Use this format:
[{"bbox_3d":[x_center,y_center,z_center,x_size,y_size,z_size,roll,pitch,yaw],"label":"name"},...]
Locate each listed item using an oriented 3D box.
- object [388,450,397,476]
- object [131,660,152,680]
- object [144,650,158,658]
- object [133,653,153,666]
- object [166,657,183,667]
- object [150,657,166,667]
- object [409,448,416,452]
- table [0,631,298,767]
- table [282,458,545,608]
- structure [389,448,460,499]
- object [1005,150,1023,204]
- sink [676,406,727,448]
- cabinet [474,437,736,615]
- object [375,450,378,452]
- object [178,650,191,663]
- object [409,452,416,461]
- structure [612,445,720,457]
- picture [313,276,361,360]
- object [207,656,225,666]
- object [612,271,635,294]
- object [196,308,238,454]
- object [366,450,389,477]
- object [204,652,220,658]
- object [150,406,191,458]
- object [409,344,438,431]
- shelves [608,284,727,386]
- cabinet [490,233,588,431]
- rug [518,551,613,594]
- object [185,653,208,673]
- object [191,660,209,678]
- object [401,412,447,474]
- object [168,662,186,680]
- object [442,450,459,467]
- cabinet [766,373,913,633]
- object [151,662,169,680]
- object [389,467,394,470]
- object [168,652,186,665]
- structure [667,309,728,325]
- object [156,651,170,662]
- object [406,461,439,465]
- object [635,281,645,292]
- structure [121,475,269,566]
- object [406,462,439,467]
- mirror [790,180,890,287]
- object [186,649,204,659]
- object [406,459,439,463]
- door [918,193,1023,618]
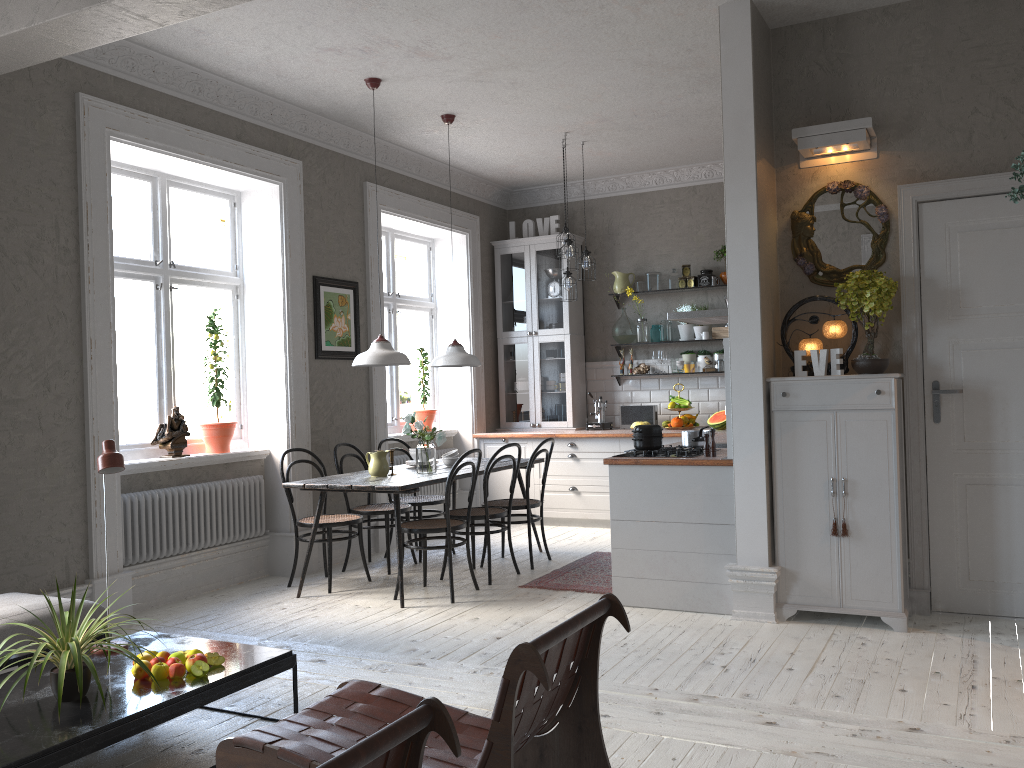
[{"bbox_3d":[-0.797,0.522,5.883,0.058,0.167,0.060,-2,0,41],"label":"object"},{"bbox_3d":[-1.310,1.010,3.134,0.069,0.066,0.071,-2,0,42],"label":"object"},{"bbox_3d":[-1.350,1.018,3.294,0.068,0.055,0.059,-2,0,-6],"label":"object"},{"bbox_3d":[-1.343,1.012,3.218,0.066,0.066,0.072,-2,0,32],"label":"object"},{"bbox_3d":[-1.215,1.012,3.184,0.056,0.058,0.059,-2,0,18],"label":"object"},{"bbox_3d":[-1.281,1.015,3.198,0.057,0.056,0.061,-2,0,14],"label":"object"},{"bbox_3d":[-0.658,0.517,6.467,0.177,0.094,0.182,-2,0,18],"label":"object"},{"bbox_3d":[-1.516,1.200,3.029,0.835,0.303,1.332,-2,0,28],"label":"table"},{"bbox_3d":[-0.586,0.966,6.236,0.889,0.735,1.953,-2,0,28],"label":"table"},{"bbox_3d":[-0.828,0.829,7.983,0.146,0.428,1.243,-2,0,26],"label":"structure"},{"bbox_3d":[1.334,-0.473,1.954,0.405,0.506,0.406,-2,0,43],"label":"object"},{"bbox_3d":[1.380,0.301,5.900,0.519,0.720,0.494,-2,0,27],"label":"sink"},{"bbox_3d":[1.113,0.851,6.949,2.011,0.854,4.146,-2,0,-16],"label":"cabinet"},{"bbox_3d":[-0.907,0.524,6.061,0.095,0.172,0.096,-2,0,9],"label":"object"},{"bbox_3d":[-1.228,1.023,3.314,0.063,0.039,0.067,-2,0,33],"label":"object"},{"bbox_3d":[-0.658,0.537,6.467,0.177,0.094,0.182,-2,0,18],"label":"object"},{"bbox_3d":[0.949,0.404,5.382,0.488,0.031,0.616,-2,0,27],"label":"structure"},{"bbox_3d":[-1.330,-0.493,6.766,0.019,0.619,0.530,-2,0,28],"label":"picture"},{"bbox_3d":[-1.093,1.019,3.261,0.068,0.037,0.046,-2,0,-36],"label":"object"},{"bbox_3d":[1.068,-0.975,8.537,0.187,0.216,0.177,-2,0,41],"label":"object"},{"bbox_3d":[-2.013,-0.027,6.021,0.274,0.991,0.266,-2,0,-24],"label":"object"},{"bbox_3d":[-0.885,0.523,5.833,0.151,0.170,0.134,-2,0,-12],"label":"object"},{"bbox_3d":[-1.126,1.021,3.324,0.047,0.036,0.062,-2,0,38],"label":"object"},{"bbox_3d":[-2.188,0.307,5.667,0.118,0.329,0.241,-2,0,29],"label":"object"},{"bbox_3d":[-0.831,0.035,8.256,0.265,0.813,0.255,-2,0,-35],"label":"object"},{"bbox_3d":[1.576,-0.429,8.350,1.294,0.923,0.232,-2,0,27],"label":"shelves"},{"bbox_3d":[0.288,-0.477,8.839,0.864,1.921,0.394,-2,0,27],"label":"cabinet"},{"bbox_3d":[0.656,1.283,6.093,0.723,0.014,1.311,-2,0,28],"label":"rug"},{"bbox_3d":[-1.138,1.007,3.196,0.076,0.064,0.073,-2,0,-32],"label":"object"},{"bbox_3d":[-1.109,1.011,3.137,0.057,0.053,0.061,-2,0,34],"label":"object"},{"bbox_3d":[-0.581,0.391,5.911,0.306,0.414,0.255,-2,0,25],"label":"object"},{"bbox_3d":[-1.179,1.011,3.120,0.057,0.058,0.056,-2,0,-38],"label":"object"},{"bbox_3d":[-0.446,0.537,6.410,0.122,0.119,0.130,-2,0,43],"label":"object"},{"bbox_3d":[1.746,0.603,4.721,0.655,1.297,0.390,-2,0,27],"label":"cabinet"},{"bbox_3d":[-1.241,1.010,3.124,0.063,0.063,0.060,-2,0,-31],"label":"object"},{"bbox_3d":[-0.920,0.556,6.341,0.138,0.112,0.140,-2,0,10],"label":"object"},{"bbox_3d":[-1.227,1.013,3.244,0.062,0.058,0.060,-2,0,-18],"label":"object"},{"bbox_3d":[1.528,-1.250,6.261,0.700,1.595,0.724,-2,0,27],"label":"structure"},{"bbox_3d":[-1.286,1.015,3.264,0.057,0.058,0.059,-2,0,10],"label":"object"},{"bbox_3d":[-0.656,0.581,6.467,0.238,0.027,0.236,-2,0,-5],"label":"object"},{"bbox_3d":[1.238,-0.927,8.518,0.101,0.111,0.105,-2,0,27],"label":"object"},{"bbox_3d":[-2.041,0.856,5.707,0.146,0.428,1.243,-2,0,26],"label":"structure"},{"bbox_3d":[-0.656,0.591,6.467,0.242,0.027,0.232,-2,0,-45],"label":"object"},{"bbox_3d":[1.818,-0.838,4.924,0.523,0.593,0.072,-2,0,27],"label":"mirror"},{"bbox_3d":[-1.167,1.009,3.266,0.059,0.062,0.064,-2,0,9],"label":"object"},{"bbox_3d":[-0.656,0.573,6.467,0.242,0.027,0.232,-2,0,-40],"label":"object"},{"bbox_3d":[2.541,0.112,4.579,0.738,2.183,0.081,-2,0,26],"label":"door"}]
